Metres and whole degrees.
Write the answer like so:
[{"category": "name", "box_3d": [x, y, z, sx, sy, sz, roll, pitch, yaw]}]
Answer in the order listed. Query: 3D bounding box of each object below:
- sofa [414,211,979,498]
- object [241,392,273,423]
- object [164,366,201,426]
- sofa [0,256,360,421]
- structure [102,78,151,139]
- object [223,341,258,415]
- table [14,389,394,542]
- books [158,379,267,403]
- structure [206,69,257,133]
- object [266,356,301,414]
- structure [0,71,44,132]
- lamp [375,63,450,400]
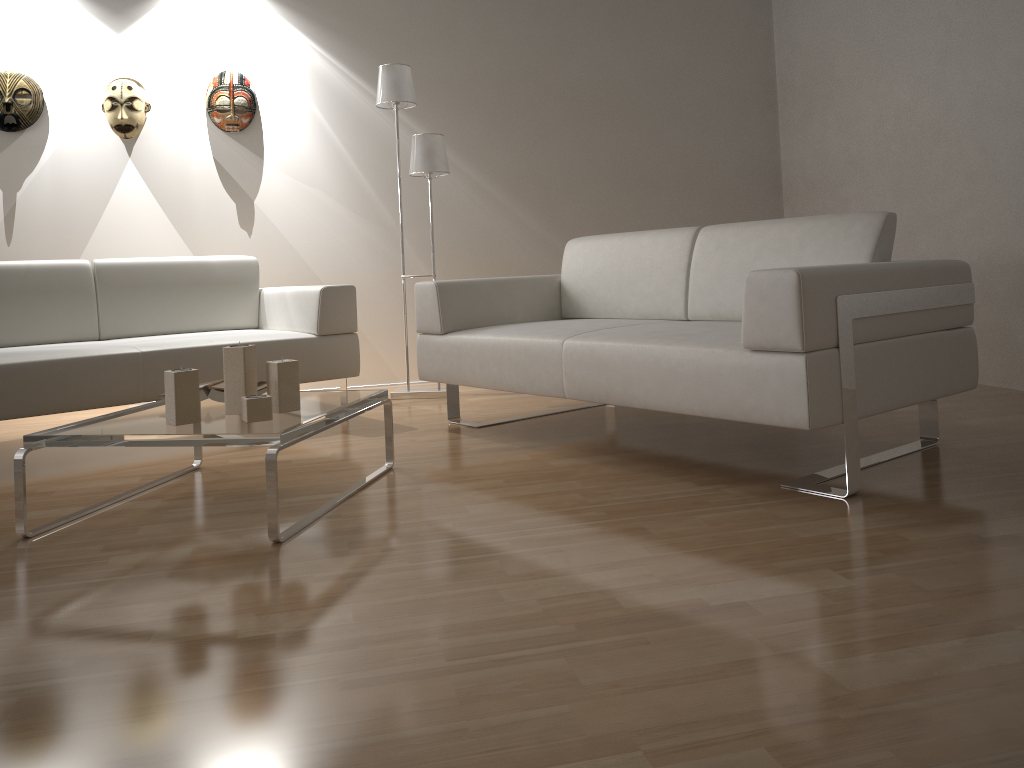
[{"category": "sofa", "box_3d": [0.510, -0.186, 3.070, 0.911, 0.738, 1.783, -6, 6, -38]}, {"category": "object", "box_3d": [-0.660, 0.056, 2.263, 0.067, 0.074, 0.067, -4, 3, -28]}, {"category": "object", "box_3d": [-0.855, 0.026, 2.271, 0.067, 0.151, 0.067, -2, 0, -43]}, {"category": "sofa", "box_3d": [-1.620, -0.146, 3.528, 1.792, 0.739, 0.906, -7, 6, -38]}, {"category": "structure", "box_3d": [-2.023, -1.447, 4.566, 0.243, 0.329, 0.129, -3, 0, -12]}, {"category": "object", "box_3d": [-0.747, -0.020, 2.411, 0.067, 0.197, 0.067, -3, -1, 12]}, {"category": "table", "box_3d": [-0.802, 0.198, 2.473, 0.699, 0.249, 0.801, -1, 7, 12]}, {"category": "books", "box_3d": [-0.905, 0.019, 2.706, 0.291, 0.056, 0.205, -2, 7, 2]}, {"category": "structure", "box_3d": [-1.516, -1.532, 4.718, 0.265, 0.355, 0.075, -3, -1, -13]}, {"category": "object", "box_3d": [-0.628, -0.001, 2.402, 0.067, 0.151, 0.067, -2, 0, -43]}, {"category": "structure", "box_3d": [-2.569, -1.446, 4.465, 0.317, 0.317, 0.069, -3, -1, -13]}, {"category": "lamp", "box_3d": [-0.479, -0.775, 4.406, 0.365, 1.673, 0.208, -3, -2, 7]}]
